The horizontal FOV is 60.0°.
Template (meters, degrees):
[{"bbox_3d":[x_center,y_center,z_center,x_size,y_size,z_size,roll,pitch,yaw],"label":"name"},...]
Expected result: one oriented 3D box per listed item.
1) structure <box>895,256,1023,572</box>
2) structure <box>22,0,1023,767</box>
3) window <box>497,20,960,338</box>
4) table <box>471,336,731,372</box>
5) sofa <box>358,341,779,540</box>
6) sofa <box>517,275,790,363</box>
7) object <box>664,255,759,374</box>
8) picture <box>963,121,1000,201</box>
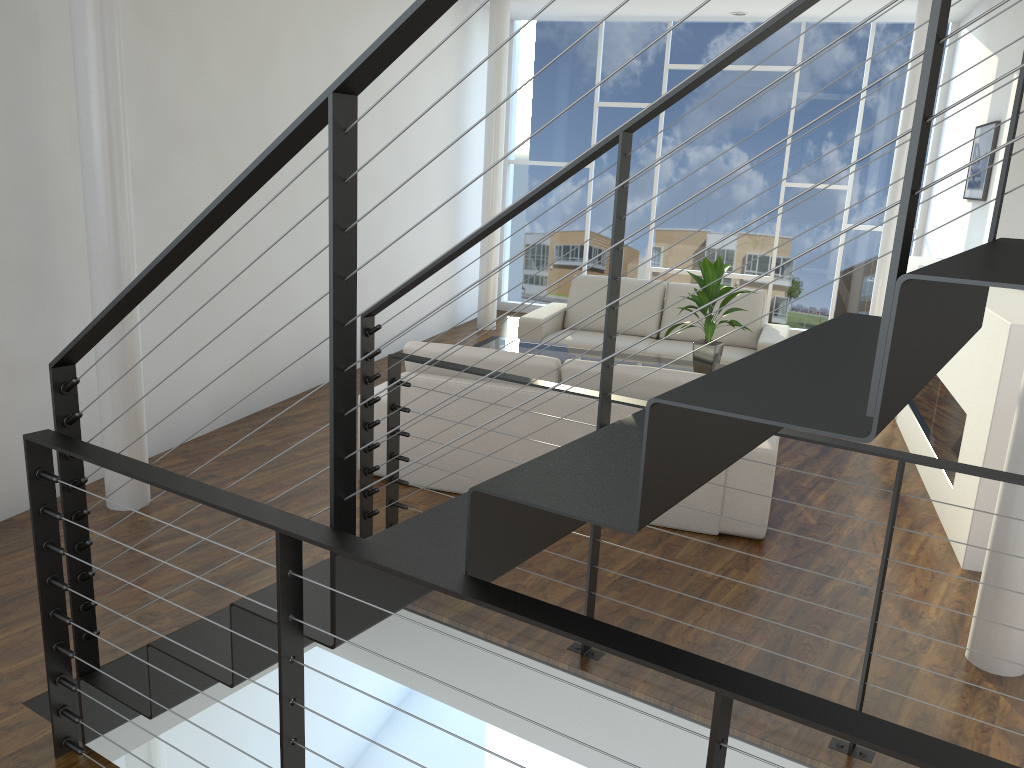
[{"bbox_3d":[2.342,-0.684,3.903,0.749,2.220,2.735,7,15,16],"label":"structure"},{"bbox_3d":[0.986,0.561,1.176,4.351,6.338,1.089,12,18,31],"label":"structure"},{"bbox_3d":[1.630,-3.179,6.773,3.412,5.672,0.089,7,16,16],"label":"window"},{"bbox_3d":[0.539,0.024,4.669,1.607,0.286,0.657,7,15,17],"label":"table"},{"bbox_3d":[0.266,0.111,3.643,1.609,0.569,0.798,7,15,17],"label":"sofa"},{"bbox_3d":[0.912,-0.340,5.618,1.609,0.569,0.798,7,15,17],"label":"sofa"},{"bbox_3d":[0.999,-0.342,4.382,0.432,0.605,0.455,3,15,2],"label":"object"},{"bbox_3d":[2.649,-1.253,5.012,0.020,0.418,0.572,7,15,16],"label":"picture"}]
